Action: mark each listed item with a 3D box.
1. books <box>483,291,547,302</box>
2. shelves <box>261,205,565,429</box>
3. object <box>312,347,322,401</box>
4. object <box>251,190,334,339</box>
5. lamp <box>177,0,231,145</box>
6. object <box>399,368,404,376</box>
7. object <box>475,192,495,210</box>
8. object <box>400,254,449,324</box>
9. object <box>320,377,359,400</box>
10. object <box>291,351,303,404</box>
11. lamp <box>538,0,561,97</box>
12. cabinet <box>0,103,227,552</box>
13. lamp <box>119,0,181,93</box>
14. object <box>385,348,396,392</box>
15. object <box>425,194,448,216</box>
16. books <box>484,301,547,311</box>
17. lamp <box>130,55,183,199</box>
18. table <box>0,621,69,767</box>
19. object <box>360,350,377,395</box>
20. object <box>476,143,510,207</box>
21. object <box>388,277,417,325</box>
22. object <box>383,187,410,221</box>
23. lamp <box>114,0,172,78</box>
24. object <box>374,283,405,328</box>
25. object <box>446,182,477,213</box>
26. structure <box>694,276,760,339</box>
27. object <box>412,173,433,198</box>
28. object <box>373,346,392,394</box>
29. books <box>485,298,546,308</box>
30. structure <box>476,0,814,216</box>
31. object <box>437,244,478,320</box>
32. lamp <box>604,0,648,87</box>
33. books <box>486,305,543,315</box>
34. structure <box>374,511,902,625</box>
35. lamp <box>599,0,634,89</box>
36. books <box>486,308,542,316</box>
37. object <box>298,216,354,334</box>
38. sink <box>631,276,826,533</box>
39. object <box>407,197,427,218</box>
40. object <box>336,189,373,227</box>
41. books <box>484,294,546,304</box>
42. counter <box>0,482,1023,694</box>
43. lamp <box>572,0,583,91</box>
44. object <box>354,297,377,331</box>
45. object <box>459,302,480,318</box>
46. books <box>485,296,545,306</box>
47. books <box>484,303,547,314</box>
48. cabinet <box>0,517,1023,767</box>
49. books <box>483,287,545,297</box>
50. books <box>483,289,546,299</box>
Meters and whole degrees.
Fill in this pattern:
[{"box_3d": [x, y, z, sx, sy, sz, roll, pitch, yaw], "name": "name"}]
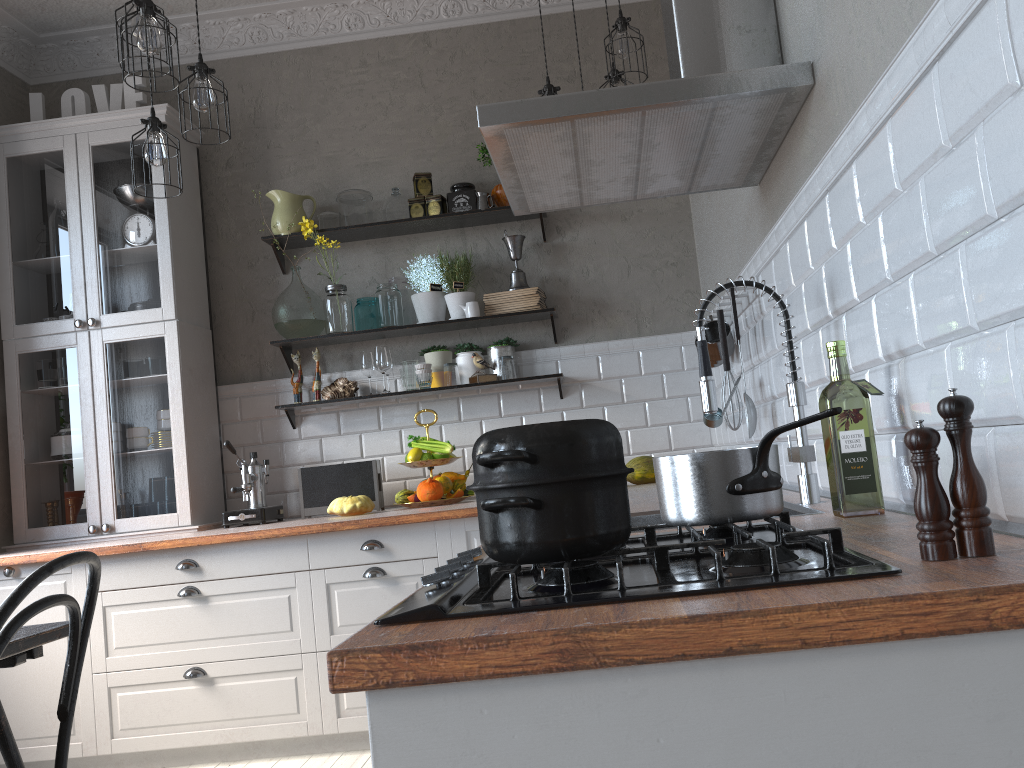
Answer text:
[{"box_3d": [0.013, -0.394, 4.106, 0.258, 0.016, 0.159, -8, -5, 16], "name": "books"}, {"box_3d": [-0.448, -0.288, 4.122, 1.313, 0.923, 0.229, -6, -5, 3], "name": "shelves"}, {"box_3d": [-0.905, -0.039, 4.130, 0.052, 0.264, 0.063, -10, -6, 41], "name": "object"}, {"box_3d": [-1.026, -0.540, 4.111, 0.340, 0.674, 0.332, -3, -6, -27], "name": "object"}, {"box_3d": [-1.084, -1.661, 2.955, 0.148, 1.734, 0.146, -5, -5, -9], "name": "lamp"}, {"box_3d": [-0.483, -0.031, 4.131, 0.076, 0.083, 0.079, -8, -5, 22], "name": "object"}, {"box_3d": [-0.122, -0.836, 4.065, 0.093, 0.096, 0.075, -7, -5, 5], "name": "object"}, {"box_3d": [-0.379, -0.442, 4.160, 0.241, 0.354, 0.238, -8, -5, 22], "name": "object"}, {"box_3d": [-0.798, 0.021, 4.093, 0.179, 0.111, 0.095, -4, -5, -18], "name": "object"}, {"box_3d": [-1.008, -0.026, 4.152, 0.054, 0.264, 0.060, -4, -5, -24], "name": "object"}, {"box_3d": [0.074, -1.743, 3.406, 0.144, 1.734, 0.150, -10, -6, 36], "name": "lamp"}, {"box_3d": [-1.846, -0.233, 4.074, 0.877, 1.920, 0.389, -6, -5, 4], "name": "cabinet"}, {"box_3d": [-1.135, -1.735, 2.648, 0.150, 1.734, 0.144, -2, -6, -38], "name": "lamp"}, {"box_3d": [-0.579, -0.055, 4.121, 0.082, 0.216, 0.081, -5, -5, -9], "name": "object"}, {"box_3d": [-0.349, -0.814, 4.127, 0.082, 0.113, 0.083, -7, -5, 15], "name": "object"}, {"box_3d": [0.018, -0.351, 4.102, 0.258, 0.016, 0.159, -7, -5, 13], "name": "books"}, {"box_3d": [-1.240, -1.484, 2.955, 0.149, 1.734, 0.144, -3, -6, -28], "name": "lamp"}, {"box_3d": [-1.578, 0.923, 1.255, 0.902, 0.734, 1.926, -7, -5, 5], "name": "table"}, {"box_3d": [-0.665, -0.045, 4.130, 0.082, 0.216, 0.081, -5, -5, -9], "name": "object"}, {"box_3d": [-0.011, -0.994, 4.122, 0.256, 0.397, 0.245, -9, -6, 29], "name": "object"}, {"box_3d": [-0.529, -0.373, 4.226, 0.130, 0.264, 0.132, -7, -5, 10], "name": "object"}, {"box_3d": [-0.549, -0.834, 4.249, 0.143, 0.220, 0.137, -2, -6, -36], "name": "object"}, {"box_3d": [-1.226, -1.840, 2.823, 0.148, 1.734, 0.146, -5, -5, -9], "name": "lamp"}, {"box_3d": [-0.566, -0.353, 4.075, 0.123, 0.206, 0.127, -9, -6, 27], "name": "object"}, {"box_3d": [-0.226, -0.854, 4.172, 0.141, 0.174, 0.142, -6, -5, 5], "name": "object"}, {"box_3d": [0.719, -0.232, 3.044, 0.094, 0.053, 1.089, -7, -5, 6], "name": "structure"}, {"box_3d": [-0.415, -0.919, 4.132, 0.084, 0.113, 0.082, -5, -5, -15], "name": "object"}, {"box_3d": [-0.586, -0.062, 4.031, 0.082, 0.216, 0.081, -5, -5, -9], "name": "object"}, {"box_3d": [0.017, -0.362, 4.103, 0.259, 0.011, 0.159, -7, -5, 10], "name": "books"}, {"box_3d": [0.237, -1.348, 2.296, 0.711, 1.595, 0.714, -6, -5, 5], "name": "structure"}, {"box_3d": [-0.254, -0.473, 4.101, 0.188, 0.380, 0.166, -3, -6, -34], "name": "object"}, {"box_3d": [0.358, -2.027, 3.480, 0.149, 1.734, 0.144, -4, -5, -24], "name": "lamp"}, {"box_3d": [0.020, -0.330, 4.100, 0.259, 0.011, 0.159, -7, -5, 10], "name": "books"}, {"box_3d": [0.145, 0.210, 1.125, 0.495, 0.031, 0.608, -7, -5, 5], "name": "structure"}, {"box_3d": [0.349, -1.882, 3.640, 0.150, 1.734, 0.143, -1, -7, -43], "name": "lamp"}, {"box_3d": [0.021, -0.318, 4.099, 0.260, 0.011, 0.158, -7, -5, 7], "name": "books"}, {"box_3d": [-0.851, -0.495, 4.051, 0.192, 0.539, 0.280, -6, -5, -3], "name": "object"}, {"box_3d": [0.347, 0.154, 1.767, 0.527, 0.720, 0.487, -6, -5, 4], "name": "sink"}, {"box_3d": [-0.436, -0.803, 4.136, 0.082, 0.113, 0.083, -6, -5, 5], "name": "object"}, {"box_3d": [-0.735, -0.804, 4.164, 0.168, 0.184, 0.176, -11, -7, 43], "name": "object"}, {"box_3d": [0.014, -0.383, 4.105, 0.259, 0.011, 0.159, -7, -5, 10], "name": "books"}, {"box_3d": [-0.766, 0.466, 2.475, 3.153, 0.039, 3.401, -7, -5, 5], "name": "counter"}, {"box_3d": [0.229, -1.625, 3.521, 0.149, 1.734, 0.144, -4, -5, -24], "name": "lamp"}, {"box_3d": [-0.676, -0.316, 4.170, 0.125, 0.172, 0.127, -7, -5, 8], "name": "object"}, {"box_3d": [-0.180, -0.334, 4.021, 0.104, 0.071, 0.064, -10, -6, 34], "name": "object"}, {"box_3d": [0.015, -0.373, 4.104, 0.260, 0.011, 0.158, -7, -5, 7], "name": "books"}, {"box_3d": [0.019, -0.340, 4.101, 0.258, 0.016, 0.159, -8, -5, 16], "name": "books"}, {"box_3d": [-0.260, 0.833, 2.560, 2.030, 0.854, 4.109, -2, -7, -39], "name": "cabinet"}, {"box_3d": [0.011, -0.415, 4.108, 0.259, 0.011, 0.159, -7, -5, 10], "name": "books"}, {"box_3d": [0.012, -0.405, 4.107, 0.258, 0.016, 0.159, -7, -5, 13], "name": "books"}]
